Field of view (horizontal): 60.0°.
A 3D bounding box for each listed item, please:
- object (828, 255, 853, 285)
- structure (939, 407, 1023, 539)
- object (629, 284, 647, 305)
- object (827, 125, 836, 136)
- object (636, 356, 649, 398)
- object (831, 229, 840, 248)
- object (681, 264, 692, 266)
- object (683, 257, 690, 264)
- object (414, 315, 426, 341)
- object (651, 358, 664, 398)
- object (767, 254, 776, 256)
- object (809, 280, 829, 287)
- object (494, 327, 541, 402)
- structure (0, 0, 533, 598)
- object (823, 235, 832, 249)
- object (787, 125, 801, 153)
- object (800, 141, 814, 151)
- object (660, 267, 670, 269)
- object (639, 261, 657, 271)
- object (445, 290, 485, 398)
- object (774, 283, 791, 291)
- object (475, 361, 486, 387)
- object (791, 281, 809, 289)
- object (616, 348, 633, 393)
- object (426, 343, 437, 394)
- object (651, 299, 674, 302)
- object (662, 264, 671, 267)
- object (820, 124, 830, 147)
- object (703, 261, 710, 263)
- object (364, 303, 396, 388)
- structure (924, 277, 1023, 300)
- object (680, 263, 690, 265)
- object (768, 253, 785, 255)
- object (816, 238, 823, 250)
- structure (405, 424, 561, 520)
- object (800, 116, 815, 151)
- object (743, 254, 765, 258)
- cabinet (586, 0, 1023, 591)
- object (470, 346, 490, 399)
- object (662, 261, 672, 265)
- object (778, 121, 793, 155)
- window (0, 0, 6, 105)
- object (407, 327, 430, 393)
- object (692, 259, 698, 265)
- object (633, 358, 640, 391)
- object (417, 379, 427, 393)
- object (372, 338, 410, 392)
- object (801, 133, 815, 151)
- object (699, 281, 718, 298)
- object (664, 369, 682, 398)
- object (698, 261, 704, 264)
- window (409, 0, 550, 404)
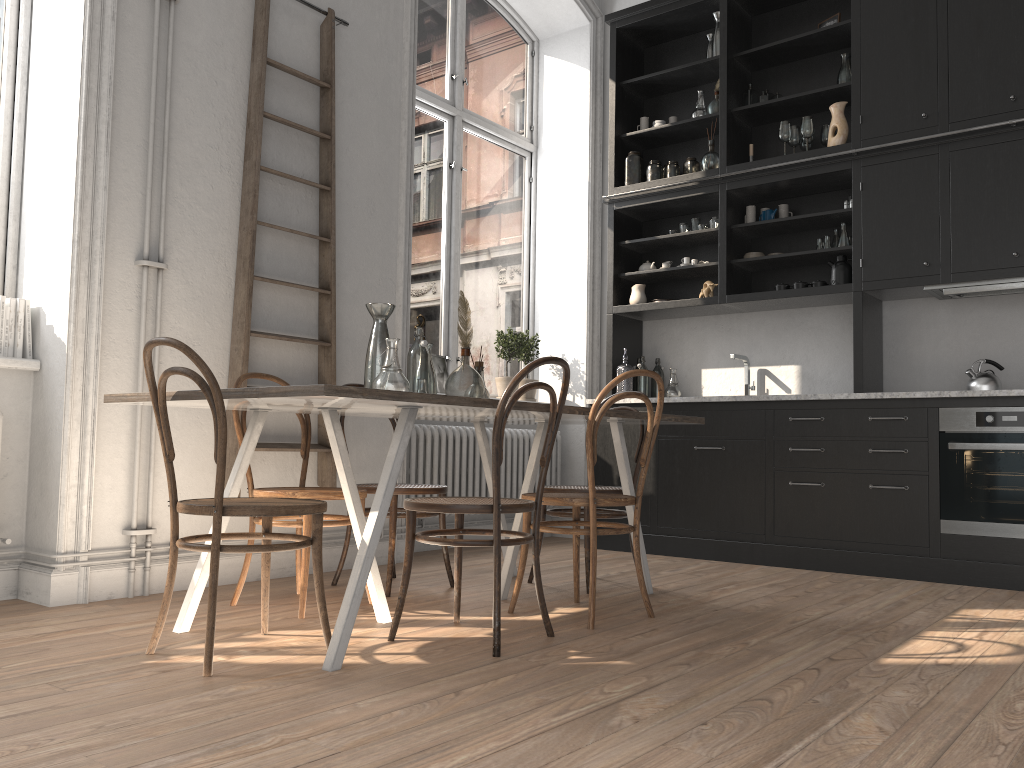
[{"bbox_3d":[1.905,-0.645,5.114,0.124,0.191,0.129,3,-4,-24],"label":"object"},{"bbox_3d":[2.547,0.440,4.449,0.622,0.622,0.618,-2,-5,38],"label":"structure"},{"bbox_3d":[0.841,-0.583,5.910,0.115,0.144,0.127,0,-4,17],"label":"object"},{"bbox_3d":[1.888,-1.435,5.239,0.046,0.186,0.046,0,-4,10],"label":"object"},{"bbox_3d":[0.866,-0.033,5.886,0.086,0.301,0.086,-1,-4,23],"label":"object"},{"bbox_3d":[1.932,-0.843,5.278,0.083,0.158,0.083,4,-5,-41],"label":"object"},{"bbox_3d":[1.139,-0.763,5.766,0.085,0.016,0.085,3,-4,-21],"label":"object"},{"bbox_3d":[1.135,-0.794,5.773,0.039,0.055,0.049,3,-5,-32],"label":"object"},{"bbox_3d":[-0.568,-0.187,5.463,0.122,0.488,0.102,3,-4,-28],"label":"object"},{"bbox_3d":[0.985,-0.023,5.996,0.086,0.301,0.086,1,-4,-7],"label":"object"},{"bbox_3d":[1.644,-0.779,5.510,0.123,0.036,0.124,-1,-5,25],"label":"object"},{"bbox_3d":[1.789,-0.577,5.170,0.104,0.059,0.088,5,-6,-44],"label":"object"},{"bbox_3d":[0.032,-0.137,6.243,0.234,0.523,0.500,-1,-4,27],"label":"object"},{"bbox_3d":[-1.229,-1.326,4.267,0.340,4.471,5.184,-2,-5,38],"label":"structure"},{"bbox_3d":[1.846,-0.819,5.192,0.058,0.094,0.058,2,-4,-13],"label":"object"},{"bbox_3d":[1.710,-1.447,5.371,0.083,0.221,0.083,-1,-4,30],"label":"object"},{"bbox_3d":[1.811,-1.439,5.451,0.083,0.221,0.083,2,-4,-21],"label":"object"},{"bbox_3d":[1.021,-0.758,5.869,0.085,0.017,0.085,-2,-5,33],"label":"object"},{"bbox_3d":[0.915,-0.781,5.989,0.125,0.100,0.140,0,-4,19],"label":"object"},{"bbox_3d":[-0.181,-0.129,3.471,0.157,0.446,0.157,4,-4,-34],"label":"object"},{"bbox_3d":[1.612,-0.572,5.289,0.104,0.059,0.088,-1,-4,26],"label":"object"},{"bbox_3d":[-0.141,0.010,3.770,0.101,0.211,0.101,2,-4,-13],"label":"object"},{"bbox_3d":[1.697,-0.575,5.215,0.104,0.059,0.088,0,-4,16],"label":"object"},{"bbox_3d":[0.743,-0.066,5.834,0.109,0.349,0.109,0,-4,19],"label":"object"},{"bbox_3d":[-0.346,-0.033,3.517,0.100,0.255,0.098,0,-4,15],"label":"object"},{"bbox_3d":[1.007,-0.529,5.865,0.180,0.037,0.180,-1,-4,23],"label":"object"},{"bbox_3d":[1.022,-0.772,5.869,0.055,0.033,0.058,0,-4,12],"label":"object"},{"bbox_3d":[1.900,-1.445,5.345,0.083,0.221,0.083,-2,-5,37],"label":"object"},{"bbox_3d":[1.253,-0.774,5.717,0.048,0.041,0.058,0,-4,16],"label":"object"},{"bbox_3d":[-0.505,-0.111,3.378,0.116,0.382,0.116,4,-5,-41],"label":"object"},{"bbox_3d":[2.644,-0.527,4.624,0.844,0.123,0.379,-2,-5,38],"label":"structure"},{"bbox_3d":[1.137,-0.770,5.768,0.085,0.016,0.085,2,-4,-12],"label":"object"},{"bbox_3d":[1.644,-0.786,5.510,0.112,0.036,0.112,2,-4,-10],"label":"object"},{"bbox_3d":[1.826,-0.814,5.261,0.058,0.094,0.058,2,-4,-13],"label":"object"},{"bbox_3d":[-0.193,0.551,5.655,0.194,0.552,1.578,-2,-5,38],"label":"structure"},{"bbox_3d":[1.739,-1.457,5.221,0.083,0.221,0.083,1,-4,-6],"label":"object"},{"bbox_3d":[-0.689,-0.049,3.584,0.792,1.841,5.829,-2,-5,43],"label":"object"},{"bbox_3d":[1.951,-0.767,5.016,3.251,3.581,0.635,-2,-5,38],"label":"cabinet"},{"bbox_3d":[-0.142,-0.034,3.647,0.107,0.283,0.107,-1,-4,33],"label":"object"},{"bbox_3d":[1.022,-0.792,5.870,0.055,0.047,0.058,4,-5,-37],"label":"object"},{"bbox_3d":[1.634,-1.454,5.299,0.083,0.221,0.083,2,-4,-21],"label":"object"},{"bbox_3d":[-2.640,-1.612,3.117,0.013,2.841,1.623,-2,-5,38],"label":"window"},{"bbox_3d":[-0.357,-0.067,3.385,0.086,0.301,0.086,-1,-4,23],"label":"object"},{"bbox_3d":[1.173,-0.773,5.715,0.049,0.054,0.039,3,-4,-27],"label":"object"},{"bbox_3d":[0.862,-0.025,6.010,0.086,0.301,0.086,4,-5,-38],"label":"object"},{"bbox_3d":[-0.332,0.029,3.258,0.058,0.094,0.058,3,-4,-24],"label":"object"},{"bbox_3d":[-0.420,-0.048,3.093,0.132,0.219,0.132,-1,-4,27],"label":"object"},{"bbox_3d":[1.775,-1.450,5.320,0.083,0.221,0.083,-2,-5,37],"label":"object"},{"bbox_3d":[1.236,-0.589,5.583,0.069,0.123,0.173,2,-4,-20],"label":"object"},{"bbox_3d":[1.072,0.011,5.900,0.120,0.219,0.132,-2,-5,38],"label":"object"},{"bbox_3d":[1.228,-0.770,5.725,0.049,0.041,0.056,0,-4,11],"label":"object"},{"bbox_3d":[1.154,-5.178,13.075,26.401,15.926,14.391,-2,-5,38],"label":"window"}]
